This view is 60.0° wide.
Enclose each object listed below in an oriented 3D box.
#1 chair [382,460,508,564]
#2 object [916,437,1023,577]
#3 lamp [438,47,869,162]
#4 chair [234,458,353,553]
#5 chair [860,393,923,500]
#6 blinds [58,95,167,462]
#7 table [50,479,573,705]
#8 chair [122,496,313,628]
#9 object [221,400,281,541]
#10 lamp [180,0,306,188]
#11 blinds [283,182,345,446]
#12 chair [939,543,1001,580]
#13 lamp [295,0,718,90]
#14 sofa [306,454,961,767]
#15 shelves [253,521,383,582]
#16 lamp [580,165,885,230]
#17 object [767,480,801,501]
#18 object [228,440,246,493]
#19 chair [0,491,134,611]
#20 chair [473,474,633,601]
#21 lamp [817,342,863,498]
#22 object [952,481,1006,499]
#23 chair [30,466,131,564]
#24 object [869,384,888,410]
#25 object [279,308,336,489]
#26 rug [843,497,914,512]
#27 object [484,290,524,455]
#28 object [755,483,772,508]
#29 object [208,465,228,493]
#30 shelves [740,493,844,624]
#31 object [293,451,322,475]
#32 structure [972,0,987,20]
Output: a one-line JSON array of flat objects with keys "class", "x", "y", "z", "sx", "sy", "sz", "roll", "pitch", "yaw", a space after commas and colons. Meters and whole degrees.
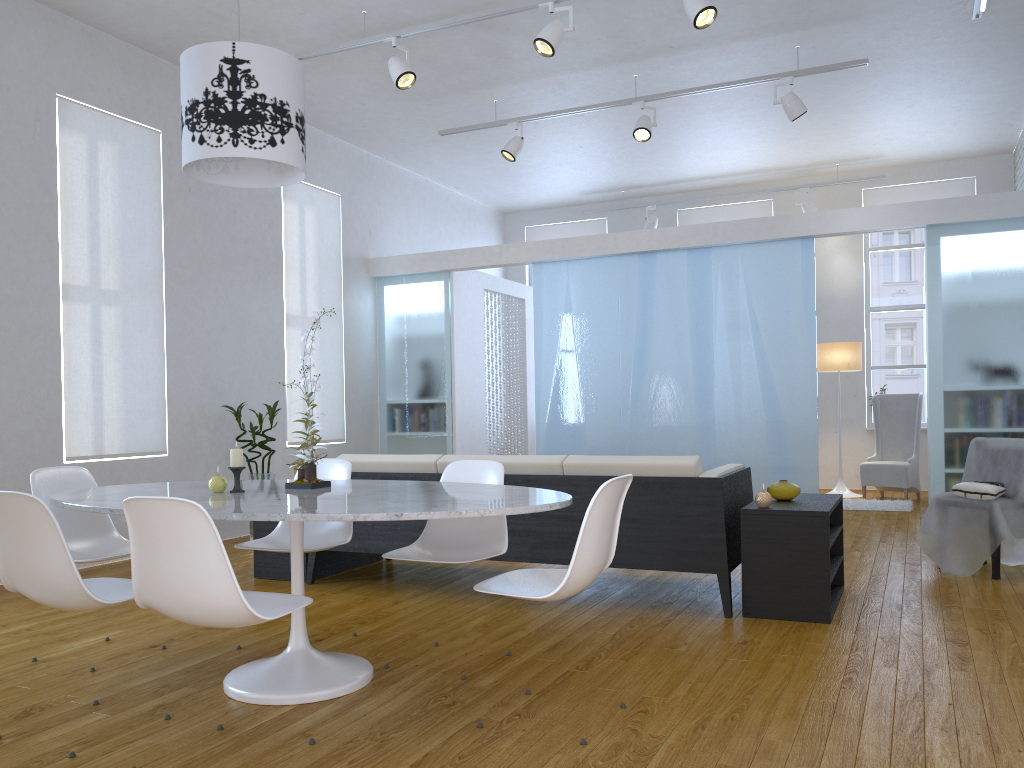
[{"class": "chair", "x": -0.223, "y": 0.458, "z": 3.152, "sx": 0.406, "sy": 0.352, "sz": 0.419, "roll": -2, "pitch": -1, "yaw": 28}, {"class": "object", "x": 2.459, "y": 0.625, "z": 4.561, "sx": 0.635, "sy": 0.687, "sz": 0.645, "roll": -1, "pitch": -1, "yaw": -27}, {"class": "lamp", "x": 0.849, "y": -1.935, "z": 6.280, "sx": 3.118, "sy": 0.486, "sz": 0.205, "roll": -2, "pitch": 0, "yaw": 22}, {"class": "chair", "x": -0.832, "y": 0.478, "z": 3.455, "sx": 0.406, "sy": 0.352, "sz": 0.419, "roll": -1, "pitch": -1, "yaw": 24}, {"class": "chair", "x": 3.450, "y": 0.566, "z": 8.045, "sx": 0.378, "sy": 0.961, "sz": 0.472, "roll": -1, "pitch": 0, "yaw": -40}, {"class": "blinds", "x": -2.437, "y": -0.601, "z": 5.449, "sx": 0.007, "sy": 2.111, "sz": 0.761, "roll": -1, "pitch": 0, "yaw": 25}, {"class": "table", "x": -0.709, "y": 0.672, "z": 2.935, "sx": 1.910, "sy": 0.623, "sz": 1.070, "roll": -2, "pitch": -1, "yaw": 24}, {"class": "chair", "x": -0.758, "y": 0.444, "z": 2.278, "sx": 0.406, "sy": 0.352, "sz": 0.419, "roll": -1, "pitch": -1, "yaw": 23}, {"class": "object", "x": -1.826, "y": 0.607, "z": 6.227, "sx": 0.380, "sy": 0.980, "sz": 0.484, "roll": -1, "pitch": 0, "yaw": -3}, {"class": "lamp", "x": -0.912, "y": -1.478, "z": 2.980, "sx": 0.399, "sy": 1.538, "sz": 0.400, "roll": -1, "pitch": 0, "yaw": -9}, {"class": "blinds", "x": -1.612, "y": -0.567, "z": 7.253, "sx": 0.007, "sy": 2.112, "sz": 0.761, "roll": -1, "pitch": 0, "yaw": 25}, {"class": "chair", "x": 2.456, "y": 0.635, "z": 4.571, "sx": 0.341, "sy": 0.664, "sz": 0.348, "roll": -1, "pitch": 0, "yaw": -24}, {"class": "lamp", "x": 0.113, "y": -1.963, "z": 4.754, "sx": 3.119, "sy": 0.486, "sz": 0.223, "roll": -2, "pitch": 0, "yaw": 25}, {"class": "sofa", "x": 0.377, "y": 0.695, "z": 5.132, "sx": 5.338, "sy": 0.679, "sz": 9.723, "roll": -2, "pitch": -2, "yaw": 25}, {"class": "shelves", "x": -1.085, "y": 0.822, "z": 5.037, "sx": 0.349, "sy": 0.451, "sz": 0.730, "roll": -1, "pitch": -1, "yaw": 25}, {"class": "lamp", "x": 2.193, "y": -1.880, "z": 9.219, "sx": 3.119, "sy": 0.486, "sz": 0.197, "roll": -2, "pitch": 0, "yaw": 23}, {"class": "object", "x": 1.224, "y": 0.479, "z": 3.994, "sx": 0.146, "sy": 0.090, "sz": 0.146, "roll": -1, "pitch": -1, "yaw": -24}, {"class": "object", "x": -0.935, "y": 0.279, "z": 3.012, "sx": 0.059, "sy": 0.176, "sz": 0.059, "roll": -1, "pitch": 0, "yaw": 10}, {"class": "chair", "x": -1.238, "y": 0.459, "z": 2.512, "sx": 0.406, "sy": 0.352, "sz": 0.419, "roll": -1, "pitch": -1, "yaw": 27}, {"class": "chair", "x": 0.127, "y": 0.434, "z": 2.541, "sx": 0.419, "sy": 0.352, "sz": 0.405, "roll": -1, "pitch": -1, "yaw": 27}, {"class": "lamp", "x": 3.126, "y": 0.340, "z": 8.453, "sx": 0.413, "sy": 1.450, "sz": 0.412, "roll": -1, "pitch": 0, "yaw": 43}, {"class": "object", "x": 2.403, "y": 0.538, "z": 4.498, "sx": 0.224, "sy": 0.085, "sz": 0.232, "roll": 0, "pitch": -2, "yaw": -29}, {"class": "chair", "x": -1.564, "y": 0.488, "z": 3.317, "sx": 0.419, "sy": 0.352, "sz": 0.405, "roll": -1, "pitch": -1, "yaw": 27}, {"class": "object", "x": 3.719, "y": 0.222, "z": 8.942, "sx": 0.175, "sy": 0.436, "sz": 0.237, "roll": -1, "pitch": 0, "yaw": -41}, {"class": "object", "x": -0.736, "y": 0.053, "z": 3.121, "sx": 0.202, "sy": 0.638, "sz": 0.166, "roll": -1, "pitch": 0, "yaw": -37}, {"class": "rug", "x": 2.880, "y": 1.023, "z": 7.647, "sx": 1.095, "sy": 0.047, "sz": 0.756, "roll": -2, "pitch": -2, "yaw": 24}, {"class": "object", "x": -0.076, "y": 0.115, "z": 8.763, "sx": 0.051, "sy": 2.016, "sz": 0.923, "roll": -1, "pitch": 0, "yaw": 24}, {"class": "object", "x": 1.060, "y": 0.468, "z": 3.736, "sx": 0.071, "sy": 0.104, "sz": 0.071, "roll": -1, "pitch": 0, "yaw": -38}, {"class": "object", "x": -1.000, "y": 0.323, "z": 3.013, "sx": 0.062, "sy": 0.091, "sz": 0.063, "roll": -1, "pitch": 0, "yaw": -18}, {"class": "shelves", "x": 1.268, "y": 0.748, "z": 3.960, "sx": 0.349, "sy": 0.451, "sz": 0.730, "roll": -1, "pitch": -1, "yaw": 25}, {"class": "object", "x": -1.144, "y": 0.491, "z": 5.073, "sx": 0.207, "sy": 0.215, "sz": 0.207, "roll": -1, "pitch": -1, "yaw": -24}, {"class": "structure", "x": 2.015, "y": -2.192, "z": 3.614, "sx": 0.053, "sy": 0.182, "sz": 3.905, "roll": -1, "pitch": -1, "yaw": 25}]
